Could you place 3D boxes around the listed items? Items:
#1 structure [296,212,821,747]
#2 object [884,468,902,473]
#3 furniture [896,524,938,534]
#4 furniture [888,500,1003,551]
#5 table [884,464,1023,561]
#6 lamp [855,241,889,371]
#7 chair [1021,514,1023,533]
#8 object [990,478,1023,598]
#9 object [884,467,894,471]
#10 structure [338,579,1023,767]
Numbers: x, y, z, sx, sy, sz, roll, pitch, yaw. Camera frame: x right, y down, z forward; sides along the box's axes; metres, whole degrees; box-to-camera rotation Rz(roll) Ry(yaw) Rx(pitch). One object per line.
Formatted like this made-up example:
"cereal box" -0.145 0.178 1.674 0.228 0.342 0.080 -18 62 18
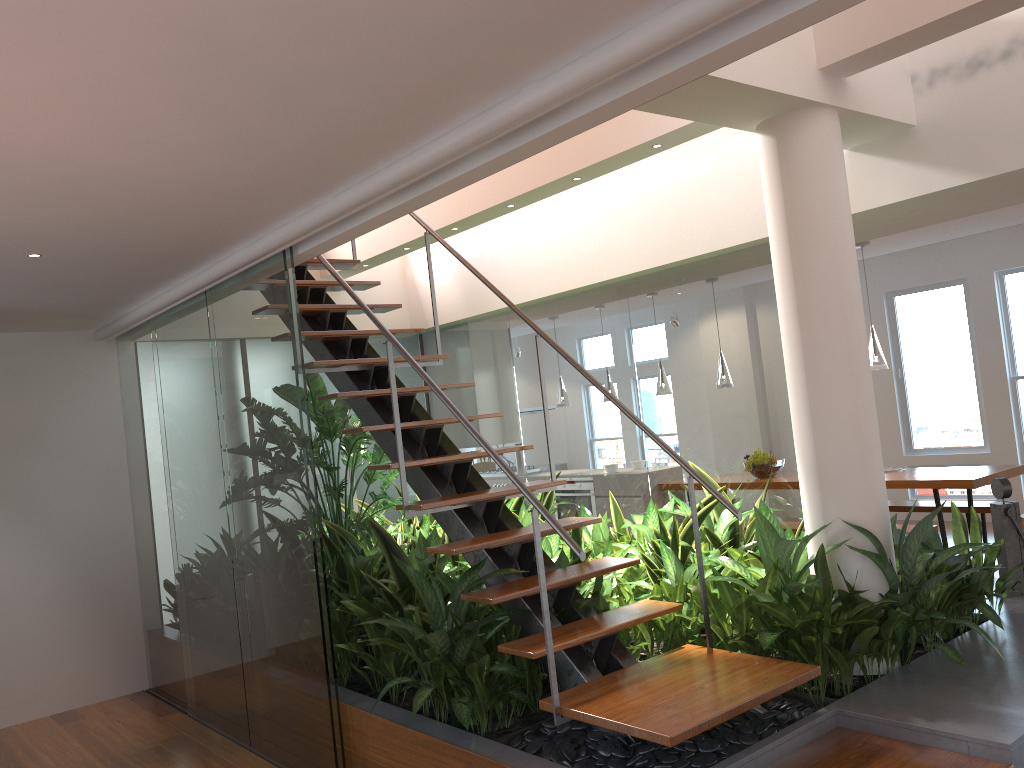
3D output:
"structure" -0.263 -0.560 5.109 2.552 4.265 4.591 -5 -3 -39
"object" 3.080 0.708 7.271 0.222 0.020 0.222 -8 -3 43
"furniture" 2.482 1.280 6.765 0.316 0.389 1.433 -5 -3 -39
"furniture" 3.408 1.205 7.514 0.316 0.389 1.433 -5 -3 -39
"table" 1.700 1.279 8.718 0.893 0.704 5.996 -5 -3 -39
"lamp" 2.754 -0.635 6.845 0.160 1.060 0.160 -6 -2 -12
"chair" 3.793 1.100 6.113 0.460 0.400 0.460 -5 -2 -29
"object" 2.472 0.729 4.298 0.318 0.565 0.134 -6 -2 -3
"object" 3.079 0.702 7.272 0.079 0.030 0.070 -7 -2 4
"structure" 0.545 1.432 4.650 3.088 0.386 5.584 -5 -3 -39
